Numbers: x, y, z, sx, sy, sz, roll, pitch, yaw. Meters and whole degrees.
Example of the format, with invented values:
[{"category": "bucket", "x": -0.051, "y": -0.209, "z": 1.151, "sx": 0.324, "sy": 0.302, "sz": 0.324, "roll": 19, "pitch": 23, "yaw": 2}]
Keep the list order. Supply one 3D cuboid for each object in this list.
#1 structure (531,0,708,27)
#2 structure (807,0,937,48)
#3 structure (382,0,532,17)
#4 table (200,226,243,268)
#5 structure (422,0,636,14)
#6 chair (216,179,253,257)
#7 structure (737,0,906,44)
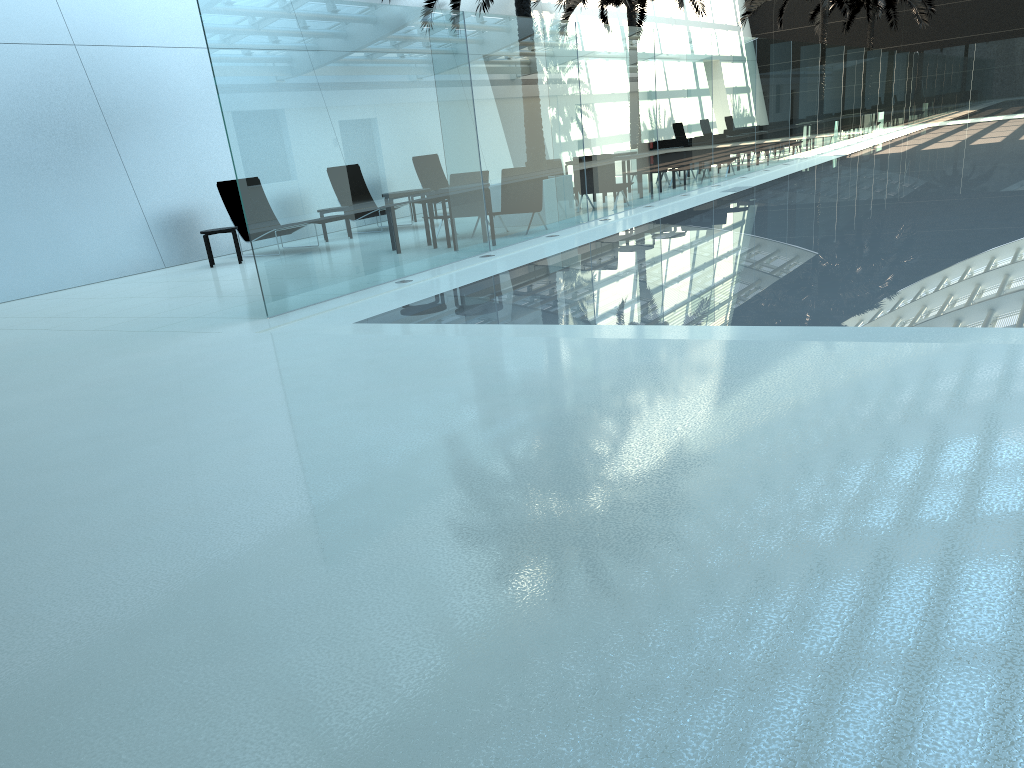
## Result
[{"category": "structure", "x": 3.113, "y": -9.326, "z": 23.372, "sx": 4.566, "sy": 7.299, "sz": 4.093, "roll": -15, "pitch": 23, "yaw": -22}, {"category": "structure", "x": 13.966, "y": -13.536, "z": 33.500, "sx": 4.464, "sy": 7.431, "sz": 4.515, "roll": -2, "pitch": 22, "yaw": 11}, {"category": "structure", "x": -0.014, "y": -6.028, "z": 12.737, "sx": 4.309, "sy": 7.431, "sz": 4.682, "roll": -23, "pitch": 26, "yaw": -36}, {"category": "table", "x": -4.402, "y": -2.088, "z": 13.274, "sx": 0.550, "sy": 0.548, "sz": 0.525, "roll": -11, "pitch": 20, "yaw": -13}, {"category": "structure", "x": 0.221, "y": -7.637, "z": 18.713, "sx": 4.649, "sy": 7.234, "sz": 4.017, "roll": -2, "pitch": 22, "yaw": 11}, {"category": "chair", "x": -3.515, "y": -2.710, "z": 13.831, "sx": 2.019, "sy": 1.225, "sz": 0.876, "roll": 4, "pitch": 23, "yaw": 30}, {"category": "structure", "x": 9.776, "y": -11.296, "z": 27.313, "sx": 4.799, "sy": 7.431, "sz": 4.200, "roll": 4, "pitch": 23, "yaw": 24}]
